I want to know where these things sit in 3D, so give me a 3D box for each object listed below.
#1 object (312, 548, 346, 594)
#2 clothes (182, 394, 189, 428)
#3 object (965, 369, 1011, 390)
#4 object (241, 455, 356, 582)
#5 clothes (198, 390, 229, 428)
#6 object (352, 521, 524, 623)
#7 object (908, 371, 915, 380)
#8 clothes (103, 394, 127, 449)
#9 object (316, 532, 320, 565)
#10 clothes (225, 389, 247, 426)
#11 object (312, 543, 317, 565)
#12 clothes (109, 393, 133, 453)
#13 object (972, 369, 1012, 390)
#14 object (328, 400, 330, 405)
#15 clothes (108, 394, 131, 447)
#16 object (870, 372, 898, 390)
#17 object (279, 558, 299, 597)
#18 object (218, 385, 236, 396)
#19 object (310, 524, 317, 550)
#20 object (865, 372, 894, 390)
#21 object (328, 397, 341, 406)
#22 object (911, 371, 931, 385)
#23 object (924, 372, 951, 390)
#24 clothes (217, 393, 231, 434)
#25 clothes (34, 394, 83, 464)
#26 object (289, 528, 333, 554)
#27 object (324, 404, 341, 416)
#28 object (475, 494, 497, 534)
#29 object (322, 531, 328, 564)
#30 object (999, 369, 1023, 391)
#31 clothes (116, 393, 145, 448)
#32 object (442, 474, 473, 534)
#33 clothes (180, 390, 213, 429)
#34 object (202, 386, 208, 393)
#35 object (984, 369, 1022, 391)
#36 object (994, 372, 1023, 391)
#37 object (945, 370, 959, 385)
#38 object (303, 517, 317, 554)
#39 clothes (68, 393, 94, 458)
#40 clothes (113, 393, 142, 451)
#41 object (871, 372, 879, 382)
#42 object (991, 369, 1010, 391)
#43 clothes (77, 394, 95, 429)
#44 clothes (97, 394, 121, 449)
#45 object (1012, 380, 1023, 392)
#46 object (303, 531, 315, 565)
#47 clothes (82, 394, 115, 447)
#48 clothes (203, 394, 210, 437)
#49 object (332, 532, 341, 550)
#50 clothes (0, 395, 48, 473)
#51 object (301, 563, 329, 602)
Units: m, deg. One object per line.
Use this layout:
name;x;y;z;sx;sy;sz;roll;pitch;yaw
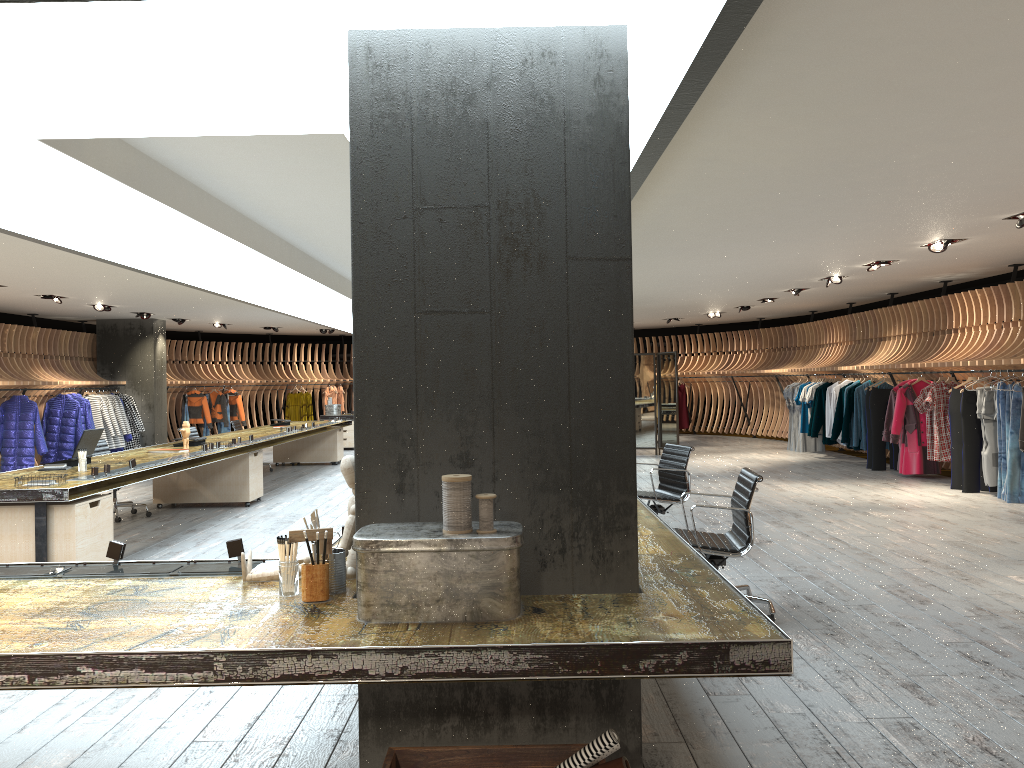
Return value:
object;-0.595;0.609;2.886;0.108;0.128;0.108;-1;0;15
clothes;-7.282;0.934;19.846;0.200;1.422;0.308;-1;-1;-23
object;5.540;-0.048;10.250;0.549;0.243;0.023;-1;-1;37
object;-0.715;0.467;3.084;0.431;0.429;0.195;-1;-1;-4
clothes;-6.927;0.575;20.652;0.839;0.881;0.201;-1;-1;20
object;-0.211;0.549;2.620;0.498;0.239;0.303;-1;0;1
object;5.540;-0.040;12.290;0.525;0.270;0.012;-1;-1;0
clothes;-7.500;0.711;16.426;0.752;1.062;0.128;-1;-1;-2
object;-0.601;0.559;2.749;0.008;0.207;0.054;-1;-1;-13
clothes;-6.690;0.567;21.177;0.839;0.881;0.201;-1;-1;30
object;-0.621;0.582;2.797;0.018;0.158;0.011;-1;-1;18
clothes;-7.627;0.782;16.809;0.885;1.239;0.245;-1;-1;-3
object;5.541;-0.044;10.153;0.549;0.250;0.023;-1;-1;2
object;-3.979;0.397;19.238;0.062;0.109;0.062;-1;-1;-34
clothes;-7.500;0.711;16.605;0.752;1.062;0.128;-1;-1;-2
object;5.542;-0.040;13.077;0.525;0.270;0.012;-1;-1;5
object;-0.715;0.618;2.844;0.061;0.111;0.061;-1;-1;-11
object;-6.811;0.153;20.947;0.549;0.243;0.023;-1;-1;-23
object;-0.625;0.560;2.881;0.009;0.222;0.082;-2;-1;29
object;5.552;-0.041;13.258;0.525;0.270;0.012;-1;-1;25
object;-3.875;0.389;19.325;0.262;0.204;0.088;-1;-1;-1
object;5.562;-0.039;12.044;0.525;0.270;0.012;-1;-1;10
object;5.540;-0.038;11.396;0.525;0.270;0.012;-1;-1;0
clothes;-6.803;0.922;20.934;0.309;1.422;0.200;-1;-1;-28
clothes;-7.736;0.795;15.107;0.880;1.261;0.242;-1;-1;-3
object;-0.642;0.566;2.832;0.138;0.209;0.034;-1;-1;-20
object;-3.910;0.569;19.376;0.303;0.239;0.497;-1;0;1
object;-0.074;0.373;2.557;0.062;0.109;0.062;-1;-1;-30
object;-0.586;0.558;2.761;0.008;0.207;0.054;0;-1;-35
object;5.538;-0.044;9.780;0.549;0.243;0.023;-1;-1;-28
clothes;-7.491;0.764;17.156;0.799;1.186;0.191;-1;-1;1
object;-0.160;0.368;2.661;0.088;0.204;0.262;-1;0;-1
clothes;-7.208;0.579;20.161;0.839;0.881;0.201;-1;-1;15
object;-7.073;0.160;20.414;0.023;0.243;0.549;-1;0;-3
object;5.544;-0.046;9.887;0.549;0.243;0.023;-1;-1;7
object;5.557;-0.037;9.659;0.548;0.256;0.023;-1;-1;26
object;5.534;-0.030;11.183;0.524;0.286;0.015;-1;-1;-15
object;-0.637;0.551;2.886;0.084;0.240;0.009;-1;-1;-23
clothes;-7.578;0.783;15.248;0.883;1.246;0.249;-1;-1;-3
clothes;-7.482;0.765;16.968;0.807;1.187;0.191;-1;-1;1
object;5.546;-0.044;13.556;0.525;0.270;0.012;-1;-1;10
object;5.539;-0.048;10.045;0.549;0.243;0.023;-1;-1;-38
clothes;-7.657;0.786;15.427;0.885;1.239;0.245;-1;-1;-3
clothes;-7.500;0.712;16.164;0.752;1.062;0.128;-1;-1;-2
object;5.541;-0.045;9.336;0.549;0.243;0.023;-1;-1;2
object;-0.618;0.558;2.753;0.054;0.207;0.008;-1;-1;-17
clothes;-7.500;0.713;15.928;0.752;1.062;0.128;-1;-1;-2
clothes;-7.059;0.929;20.396;0.200;1.422;0.309;-1;-1;-8
object;-0.585;0.568;2.875;0.081;0.198;0.050;-1;-1;25
clothes;-7.658;0.791;13.715;0.885;1.239;0.245;-1;-1;-3
object;-0.613;0.612;2.766;0.084;0.111;0.083;-1;0;-13
